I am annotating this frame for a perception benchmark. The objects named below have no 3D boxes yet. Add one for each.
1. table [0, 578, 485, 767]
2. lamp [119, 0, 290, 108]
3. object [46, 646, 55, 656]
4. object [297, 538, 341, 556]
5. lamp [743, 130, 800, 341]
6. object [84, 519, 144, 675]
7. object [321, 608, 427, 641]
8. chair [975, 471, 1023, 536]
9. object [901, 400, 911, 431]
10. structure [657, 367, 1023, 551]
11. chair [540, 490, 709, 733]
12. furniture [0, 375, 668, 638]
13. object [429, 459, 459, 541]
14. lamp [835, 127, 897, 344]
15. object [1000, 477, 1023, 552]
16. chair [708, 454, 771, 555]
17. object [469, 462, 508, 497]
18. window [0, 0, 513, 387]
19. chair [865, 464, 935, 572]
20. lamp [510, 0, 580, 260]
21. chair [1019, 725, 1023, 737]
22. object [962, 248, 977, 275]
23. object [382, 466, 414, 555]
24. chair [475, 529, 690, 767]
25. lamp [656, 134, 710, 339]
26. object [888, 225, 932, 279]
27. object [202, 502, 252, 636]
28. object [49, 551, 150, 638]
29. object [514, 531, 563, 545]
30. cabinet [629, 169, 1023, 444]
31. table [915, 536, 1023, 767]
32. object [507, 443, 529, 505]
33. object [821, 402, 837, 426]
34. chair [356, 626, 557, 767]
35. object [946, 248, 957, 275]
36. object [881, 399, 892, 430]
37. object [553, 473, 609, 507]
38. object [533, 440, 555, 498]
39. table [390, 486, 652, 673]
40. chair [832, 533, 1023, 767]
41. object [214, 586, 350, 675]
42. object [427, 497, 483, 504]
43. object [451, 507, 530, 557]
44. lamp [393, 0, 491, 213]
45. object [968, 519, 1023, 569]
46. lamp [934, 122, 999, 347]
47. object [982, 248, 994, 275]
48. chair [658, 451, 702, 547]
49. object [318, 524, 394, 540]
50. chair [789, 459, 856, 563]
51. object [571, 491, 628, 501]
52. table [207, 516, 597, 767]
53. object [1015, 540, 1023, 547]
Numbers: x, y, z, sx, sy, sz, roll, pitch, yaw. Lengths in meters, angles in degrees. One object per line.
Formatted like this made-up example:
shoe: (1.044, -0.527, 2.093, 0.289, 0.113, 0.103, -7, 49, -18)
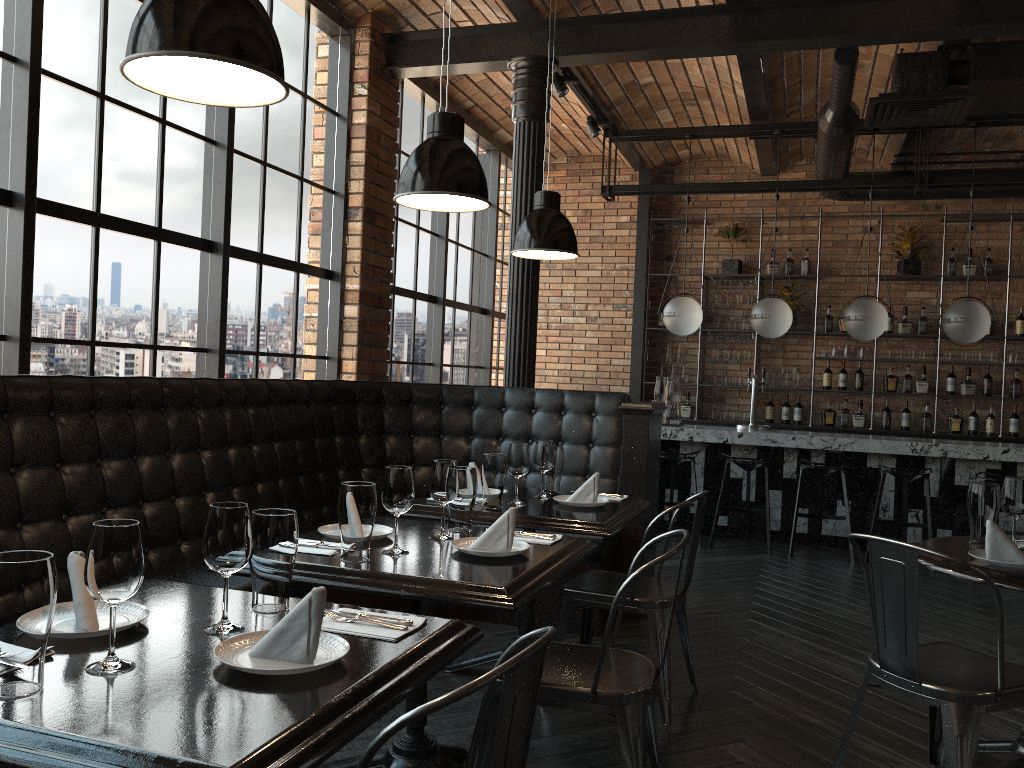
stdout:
table: (-0.623, 0.856, 1.626, 0.872, 0.758, 0.872, 3, 1, 18)
lamp: (-0.517, -1.369, 1.597, 0.291, 1.653, 0.291, 2, 1, -7)
object: (-0.894, 0.457, 1.500, 0.255, 0.019, 0.157, 3, 1, 19)
object: (-0.552, 0.461, 2.537, 0.255, 0.019, 0.157, 3, 1, 19)
lamp: (2.193, -1.234, 7.389, 0.340, 1.754, 0.340, 2, 1, -26)
object: (-0.668, 0.354, 1.486, 0.092, 0.244, 0.092, 2, 1, -32)
object: (-0.314, 0.479, 1.809, 0.255, 0.019, 0.157, 3, 1, 19)
chair: (3.531, 0.997, 6.419, 0.475, 0.737, 0.414, 3, 1, 13)
object: (3.878, 0.307, 8.723, 0.086, 0.298, 0.086, 2, 1, -23)
structure: (3.797, 0.651, 7.500, 5.346, 1.430, 1.930, 3, 1, 18)
chair: (0.476, 0.834, 3.540, 0.558, 0.857, 0.504, 3, 1, 23)
furniture: (-0.910, 0.603, 2.870, 1.979, 1.212, 5.451, 3, 1, 18)
object: (-0.213, 0.360, 2.761, 0.092, 0.244, 0.092, 2, 1, -21)
lamp: (2.888, -1.202, 7.159, 0.340, 1.754, 0.340, 2, 1, -26)
object: (1.712, 0.441, 3.017, 0.092, 0.244, 0.092, 3, 1, 18)
chair: (1.837, 0.917, 6.977, 0.475, 0.737, 0.414, 3, 1, 23)
object: (-0.133, 0.412, 3.805, 0.232, 0.139, 0.232, 3, 1, 12)
window: (-2.401, -0.724, 2.067, 0.168, 3.253, 16.179, 3, 1, 18)
chair: (2.923, 0.968, 6.619, 0.475, 0.737, 0.414, 3, 1, 28)
lamp: (0.173, -1.361, 3.691, 0.291, 1.653, 0.291, 2, 1, -27)
chair: (2.220, 0.914, 3.124, 0.558, 0.857, 0.504, 2, 1, -17)
object: (4.411, -1.166, 8.547, 0.123, 0.279, 0.123, 3, 1, 22)
object: (-0.326, 0.358, 2.523, 0.092, 0.244, 0.092, 2, 1, -32)
chair: (0.204, 0.832, 2.531, 0.558, 0.857, 0.504, 3, 1, 13)
lamp: (1.498, -1.267, 7.618, 0.340, 1.754, 0.340, 2, 1, -26)
object: (3.909, -1.314, 8.750, 0.425, 0.526, 0.430, 3, 1, 20)
object: (-0.554, 0.356, 1.724, 0.092, 0.244, 0.092, 2, 1, -32)
object: (-0.823, 0.403, 1.712, 0.232, 0.139, 0.232, 3, 1, 12)
object: (0.028, 0.484, 2.845, 0.255, 0.019, 0.157, 3, 1, 19)
cabinet: (2.907, -0.516, 8.997, 7.075, 3.779, 0.564, 3, 1, 18)
table: (1.746, 0.946, 2.896, 0.866, 0.758, 0.866, 2, 1, -18)
object: (0.022, 0.362, 3.580, 0.092, 0.244, 0.092, 2, 1, -21)
object: (3.194, 0.302, 8.940, 0.151, 0.248, 0.094, 3, 1, 7)
chair: (-0.236, 0.824, 1.498, 0.558, 0.857, 0.504, 3, 1, 23)
object: (4.263, -1.175, 8.594, 0.083, 0.282, 0.083, 3, 1, 18)
object: (3.696, 0.299, 8.748, 0.086, 0.297, 0.086, 2, 1, -38)
object: (0.287, 0.431, 3.660, 0.232, 0.139, 0.232, 3, 1, 15)
object: (0.135, 0.365, 3.817, 0.092, 0.244, 0.092, 2, 1, -21)
table: (0.063, 0.864, 3.709, 0.872, 0.758, 0.872, 3, 1, 18)
chair: (1.308, 0.879, 2.662, 0.558, 0.857, 0.504, 2, 1, -27)
object: (-0.403, 0.423, 1.567, 0.232, 0.139, 0.232, 3, 1, 15)
object: (-0.204, 0.465, 3.593, 0.255, 0.019, 0.157, 3, 1, 19)
object: (-0.061, 0.427, 2.604, 0.232, 0.139, 0.232, 3, 1, 15)
lamp: (-0.172, -1.364, 2.644, 0.291, 1.653, 0.291, 3, 1, 43)
object: (1.554, 0.496, 2.763, 0.232, 0.139, 0.232, 2, 1, -28)
lamp: (3.583, -1.169, 6.930, 0.340, 1.754, 0.340, 2, 1, -26)
object: (4.560, -1.161, 8.496, 0.083, 0.282, 0.083, 3, 1, 3)
chair: (1.295, 0.892, 7.156, 0.475, 0.737, 0.414, 3, 1, 8)
object: (-0.481, 0.408, 2.748, 0.232, 0.139, 0.232, 3, 1, 12)
chair: (2.371, 0.942, 6.801, 0.475, 0.737, 0.414, 3, 1, 13)
object: (0.376, 0.488, 3.902, 0.255, 0.019, 0.157, 3, 1, 19)
table: (-0.282, 0.860, 2.661, 0.872, 0.758, 0.872, 3, 1, 18)
object: (1.833, 0.559, 3.120, 0.255, 0.019, 0.157, 2, 1, -21)
